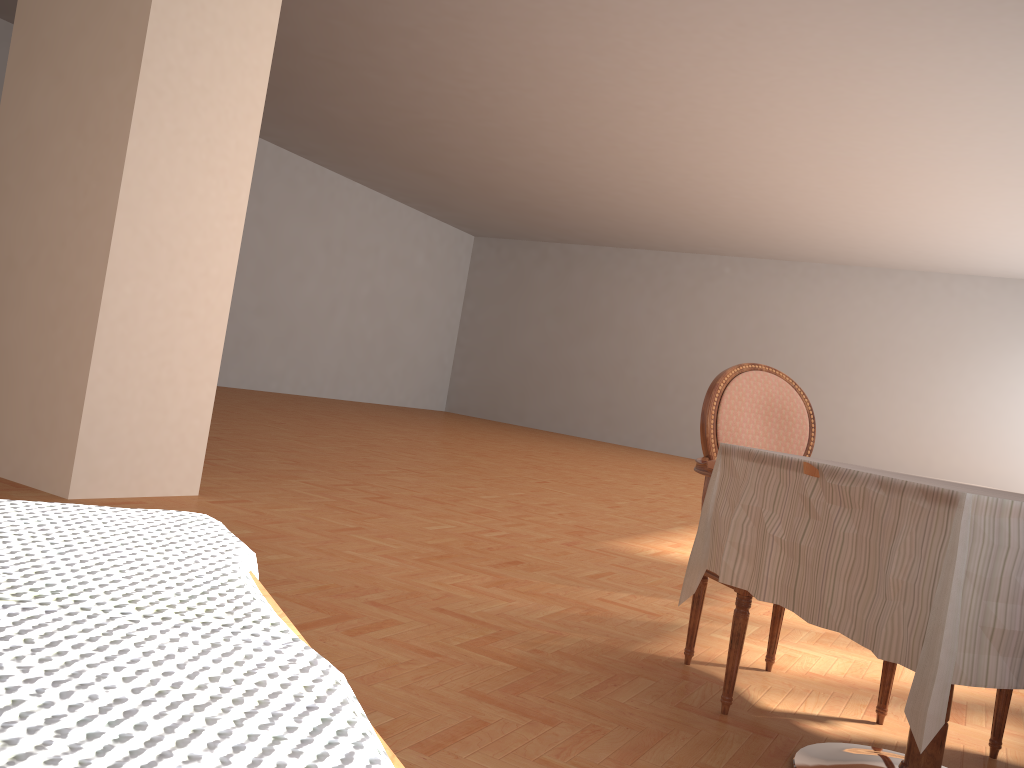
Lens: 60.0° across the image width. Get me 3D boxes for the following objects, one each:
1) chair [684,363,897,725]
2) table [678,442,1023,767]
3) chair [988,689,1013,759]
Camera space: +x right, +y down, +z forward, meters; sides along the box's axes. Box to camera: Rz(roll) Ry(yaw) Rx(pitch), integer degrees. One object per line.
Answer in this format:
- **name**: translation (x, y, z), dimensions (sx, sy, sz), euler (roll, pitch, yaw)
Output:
- **chair**: translation (0.773, 0.406, 2.543), dimensions (0.521, 0.931, 0.592), euler (10, 0, -17)
- **table**: translation (0.920, 0.554, 1.891), dimensions (0.831, 0.677, 0.829), euler (10, 0, -17)
- **chair**: translation (1.597, 0.543, 2.101), dimensions (0.593, 0.931, 0.520), euler (10, 0, -17)
